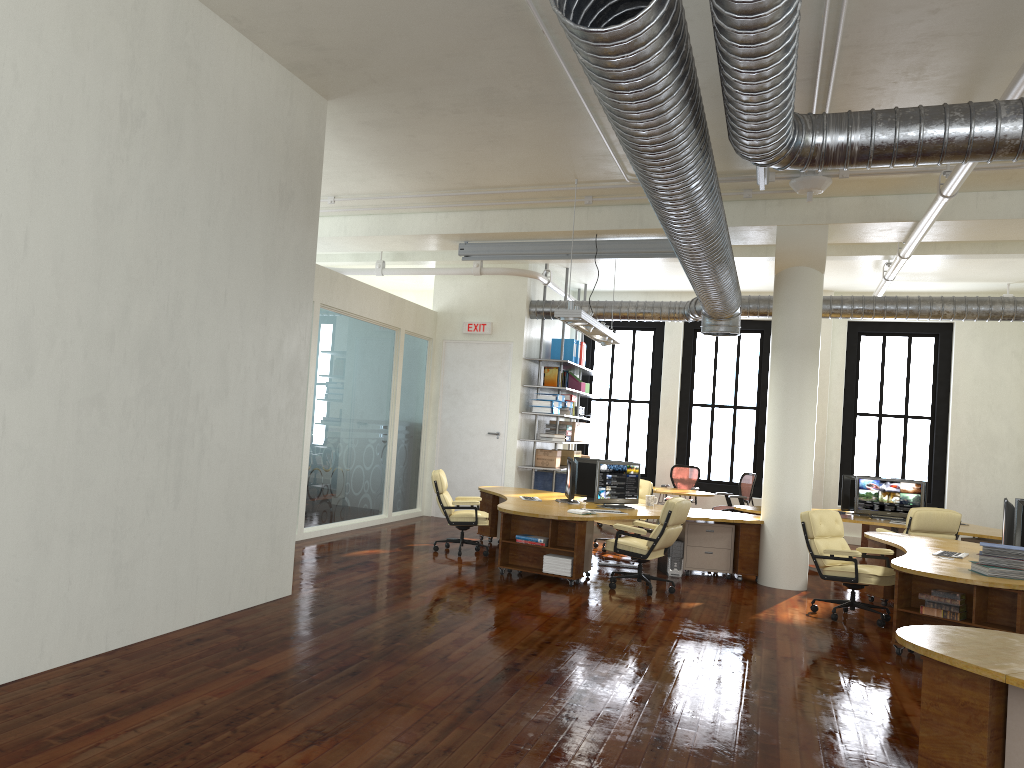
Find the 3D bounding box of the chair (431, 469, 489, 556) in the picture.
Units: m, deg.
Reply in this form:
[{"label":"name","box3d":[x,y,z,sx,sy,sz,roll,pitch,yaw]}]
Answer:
[{"label":"chair","box3d":[-0.646,1.607,11.160,0.804,1.020,0.697,4,-2,6]}]

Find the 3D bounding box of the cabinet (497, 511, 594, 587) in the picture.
[{"label":"cabinet","box3d":[0.435,1.780,9.845,0.964,0.708,0.813,3,-3,29]}]

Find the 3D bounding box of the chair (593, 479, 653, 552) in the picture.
[{"label":"chair","box3d":[1.534,1.827,12.421,0.783,1.020,0.710,3,-3,31]}]

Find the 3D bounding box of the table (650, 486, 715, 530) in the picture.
[{"label":"table","box3d":[2.633,2.176,15.116,1.339,0.744,1.629,6,-4,-43]}]

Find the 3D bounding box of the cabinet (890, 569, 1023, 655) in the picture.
[{"label":"cabinet","box3d":[3.739,1.888,7.125,0.806,0.708,0.971,6,-3,-39]}]

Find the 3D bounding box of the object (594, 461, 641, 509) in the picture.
[{"label":"object","box3d":[1.289,1.221,10.748,0.733,0.552,0.319,6,-3,-38]}]

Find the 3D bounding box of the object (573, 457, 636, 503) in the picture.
[{"label":"object","box3d":[1.164,1.241,11.338,0.884,0.552,0.265,2,-3,32]}]

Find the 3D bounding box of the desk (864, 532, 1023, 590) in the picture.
[{"label":"desk","box3d":[4.687,1.995,8.286,3.818,0.734,3.577,5,-3,-8]}]

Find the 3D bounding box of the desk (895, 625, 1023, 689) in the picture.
[{"label":"desk","box3d":[3.839,1.663,2.696,3.508,0.734,3.895,4,-3,-3]}]

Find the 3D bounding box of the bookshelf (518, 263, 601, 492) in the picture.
[{"label":"bookshelf","box3d":[0.969,0.334,16.091,0.702,4.600,3.360,3,-2,17]}]

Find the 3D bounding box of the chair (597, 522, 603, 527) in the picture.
[{"label":"chair","box3d":[1.891,1.939,15.585,0.823,1.157,0.667,3,-2,25]}]

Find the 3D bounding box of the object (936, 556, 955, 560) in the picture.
[{"label":"object","box3d":[3.820,1.535,7.828,0.115,0.015,0.129,4,-3,8]}]

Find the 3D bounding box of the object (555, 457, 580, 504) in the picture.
[{"label":"object","box3d":[0.708,1.196,11.089,0.297,0.552,0.790,4,-2,1]}]

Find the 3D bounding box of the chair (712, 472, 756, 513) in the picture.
[{"label":"chair","box3d":[0.087,1.745,14.273,7.747,1.157,0.964,4,-2,-6]}]

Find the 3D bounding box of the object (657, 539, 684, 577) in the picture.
[{"label":"object","box3d":[1.920,2.079,10.729,0.181,0.411,0.477,4,-2,-4]}]

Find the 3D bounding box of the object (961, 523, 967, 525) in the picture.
[{"label":"object","box3d":[6.068,1.912,12.278,0.231,0.016,0.473,4,-3,-3]}]

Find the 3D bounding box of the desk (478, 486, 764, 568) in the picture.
[{"label":"desk","box3d":[0.780,1.860,11.371,3.574,0.734,3.797,6,-3,-31]}]

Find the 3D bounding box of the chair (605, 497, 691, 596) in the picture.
[{"label":"chair","box3d":[1.418,1.673,9.411,0.853,1.020,0.652,3,-3,31]}]

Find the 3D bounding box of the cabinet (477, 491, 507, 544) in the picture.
[{"label":"cabinet","box3d":[0.150,1.878,12.315,0.812,0.708,0.966,5,-3,-32]}]

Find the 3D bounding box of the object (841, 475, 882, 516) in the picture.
[{"label":"object","box3d":[4.964,1.578,12.614,0.747,0.552,0.314,5,-3,-27]}]

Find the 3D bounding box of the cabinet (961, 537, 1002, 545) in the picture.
[{"label":"cabinet","box3d":[6.167,2.247,10.904,0.808,0.708,0.969,6,-3,-34]}]

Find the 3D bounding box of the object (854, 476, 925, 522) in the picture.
[{"label":"object","box3d":[5.103,1.559,11.998,0.860,0.552,0.273,3,-2,19]}]

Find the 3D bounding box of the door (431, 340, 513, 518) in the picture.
[{"label":"door","box3d":[-0.678,0.781,14.922,1.334,3.028,0.089,3,-2,24]}]

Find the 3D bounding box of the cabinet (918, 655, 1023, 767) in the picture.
[{"label":"cabinet","box3d":[2.539,1.649,3.990,0.809,0.708,0.969,6,-3,-34]}]

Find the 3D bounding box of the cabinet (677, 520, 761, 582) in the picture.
[{"label":"cabinet","box3d":[2.466,1.978,10.894,0.894,0.708,0.883,4,-2,-2]}]

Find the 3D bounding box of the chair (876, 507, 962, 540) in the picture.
[{"label":"chair","box3d":[4.972,2.004,10.934,0.701,1.020,0.800,4,-2,-10]}]

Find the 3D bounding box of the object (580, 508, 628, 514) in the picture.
[{"label":"object","box3d":[1.042,1.436,9.996,0.460,0.016,0.237,5,-3,-11]}]

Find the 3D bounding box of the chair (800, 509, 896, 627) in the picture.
[{"label":"chair","box3d":[3.312,1.775,8.688,0.650,1.020,0.856,6,-3,-40]}]

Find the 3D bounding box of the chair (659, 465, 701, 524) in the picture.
[{"label":"chair","box3d":[3.054,2.039,15.904,0.791,1.157,0.693,3,-2,30]}]

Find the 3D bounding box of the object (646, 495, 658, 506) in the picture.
[{"label":"object","box3d":[1.793,1.505,11.449,0.132,0.131,0.117,5,-3,-28]}]

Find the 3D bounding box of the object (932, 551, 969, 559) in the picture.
[{"label":"object","box3d":[4.038,1.565,8.161,0.252,0.016,0.431,2,-3,35]}]

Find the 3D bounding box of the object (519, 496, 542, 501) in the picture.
[{"label":"object","box3d":[0.229,1.430,11.080,0.231,0.016,0.473,4,-3,-3]}]

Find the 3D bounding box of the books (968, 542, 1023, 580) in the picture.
[{"label":"books","box3d":[3.835,1.388,6.963,0.454,0.227,0.417,2,-3,32]}]

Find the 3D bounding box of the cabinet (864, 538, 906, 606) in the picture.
[{"label":"cabinet","box3d":[4.433,2.045,9.327,0.867,0.708,0.911,4,-2,-9]}]

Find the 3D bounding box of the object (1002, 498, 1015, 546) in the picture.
[{"label":"object","box3d":[4.504,1.327,8.110,0.318,0.552,0.736,3,-3,29]}]

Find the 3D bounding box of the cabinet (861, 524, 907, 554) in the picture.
[{"label":"cabinet","box3d":[5.770,2.338,13.382,0.961,0.708,0.816,3,-3,26]}]

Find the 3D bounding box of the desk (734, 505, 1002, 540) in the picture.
[{"label":"desk","box3d":[5.386,2.249,12.505,4.223,0.734,3.212,3,-3,27]}]

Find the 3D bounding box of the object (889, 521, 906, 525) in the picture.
[{"label":"object","box3d":[5.143,1.803,11.415,0.520,0.016,0.209,2,-3,32]}]

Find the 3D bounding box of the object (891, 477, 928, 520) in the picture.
[{"label":"object","box3d":[5.513,1.605,12.341,0.287,0.552,0.817,4,-2,-9]}]

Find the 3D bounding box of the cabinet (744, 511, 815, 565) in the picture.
[{"label":"cabinet","box3d":[3.809,2.140,12.232,0.886,0.708,0.891,4,-2,-4]}]

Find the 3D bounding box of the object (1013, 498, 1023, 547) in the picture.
[{"label":"object","box3d":[5.065,1.368,8.121,0.265,0.552,0.882,5,-3,-36]}]
